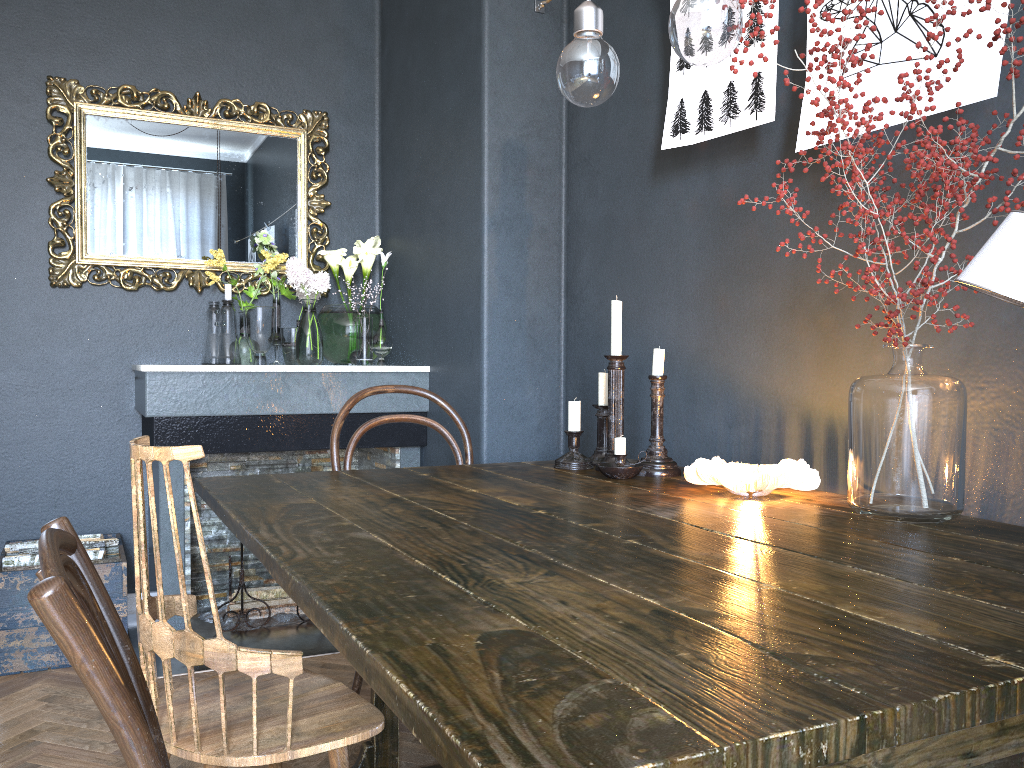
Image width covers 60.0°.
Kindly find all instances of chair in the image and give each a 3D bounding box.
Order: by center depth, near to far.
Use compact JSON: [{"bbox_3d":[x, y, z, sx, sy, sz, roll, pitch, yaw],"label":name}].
[{"bbox_3d":[-0.228,0.545,0.927,0.467,0.820,0.363,-1,2,-26],"label":"chair"},{"bbox_3d":[-0.465,0.518,1.538,0.383,0.857,0.456,-1,3,-41],"label":"chair"},{"bbox_3d":[-0.214,0.467,2.244,0.438,0.921,0.549,-1,2,-23],"label":"chair"}]

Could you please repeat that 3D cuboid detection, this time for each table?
[{"bbox_3d":[0.154,0.582,1.492,1.126,0.728,1.603,0,2,-26],"label":"table"}]

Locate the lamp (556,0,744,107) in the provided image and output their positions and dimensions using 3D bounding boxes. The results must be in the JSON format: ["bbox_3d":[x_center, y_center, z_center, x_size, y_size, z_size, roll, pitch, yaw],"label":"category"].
[{"bbox_3d":[-0.447,-1.270,1.332,1.590,1.575,0.582,0,2,5],"label":"lamp"}]

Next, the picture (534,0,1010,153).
[{"bbox_3d":[1.056,-0.825,0.922,0.058,0.771,4.455,-1,2,-26],"label":"picture"}]

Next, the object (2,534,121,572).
[{"bbox_3d":[-1.547,0.663,3.069,0.370,0.247,0.533,0,2,-26],"label":"object"}]

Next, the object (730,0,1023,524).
[{"bbox_3d":[0.661,-0.243,1.459,0.556,0.931,0.638,2,2,34],"label":"object"}]

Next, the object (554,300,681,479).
[{"bbox_3d":[0.241,-0.001,2.118,0.223,0.420,0.368,-1,2,-25],"label":"object"}]

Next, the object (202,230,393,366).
[{"bbox_3d":[-0.821,-0.346,3.471,0.727,0.547,0.474,0,2,-23],"label":"object"}]

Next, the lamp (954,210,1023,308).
[{"bbox_3d":[0.864,0.303,0.844,0.800,1.070,0.242,1,2,18],"label":"lamp"}]

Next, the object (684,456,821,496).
[{"bbox_3d":[0.463,0.180,1.718,0.252,0.072,0.254,0,1,-19],"label":"object"}]

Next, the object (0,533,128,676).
[{"bbox_3d":[-1.551,0.739,3.070,0.383,0.326,0.552,0,2,-26],"label":"object"}]

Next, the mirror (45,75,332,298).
[{"bbox_3d":[-1.236,-0.748,3.485,1.056,0.784,0.067,0,2,-26],"label":"mirror"}]

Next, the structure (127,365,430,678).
[{"bbox_3d":[-0.856,0.421,3.306,1.065,0.981,0.833,-1,2,-26],"label":"structure"}]
